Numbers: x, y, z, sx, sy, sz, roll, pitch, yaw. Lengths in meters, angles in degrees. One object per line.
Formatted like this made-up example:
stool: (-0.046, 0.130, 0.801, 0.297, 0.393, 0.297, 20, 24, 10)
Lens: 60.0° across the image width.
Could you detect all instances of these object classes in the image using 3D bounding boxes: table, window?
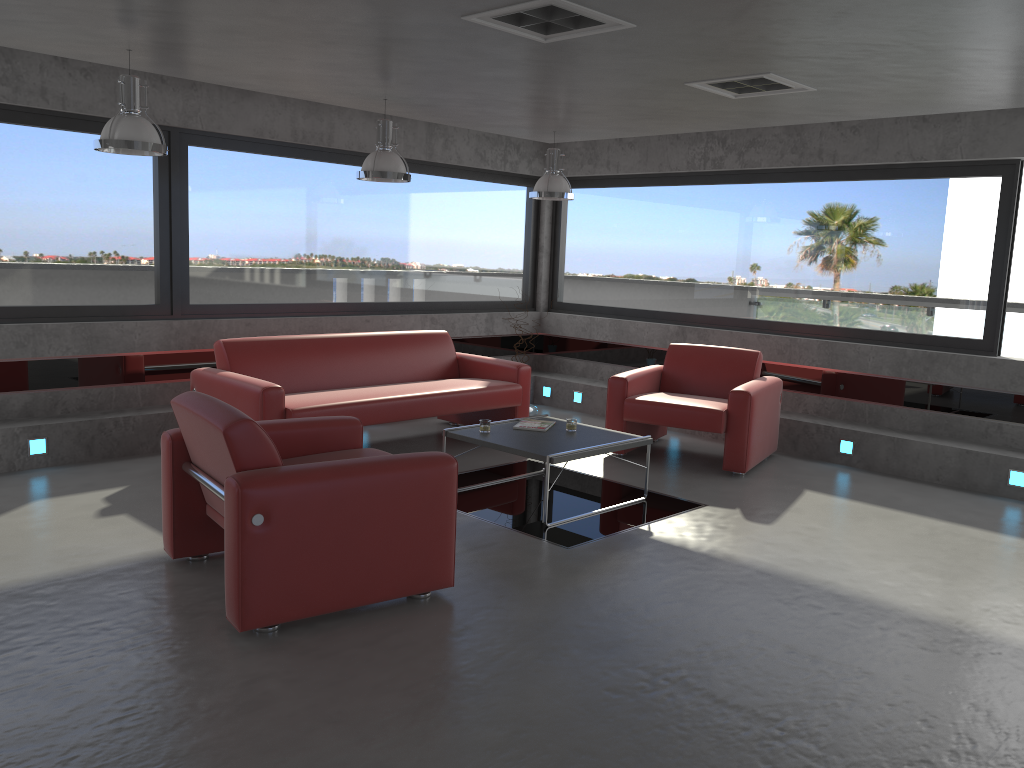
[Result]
table: (0.228, 0.538, 5.914, 0.994, 0.436, 1.018, 10, 11, 44)
window: (2.149, -1.276, 8.448, 4.583, 1.364, 0.003, 10, 11, 44)
window: (-2.536, -1.292, 7.200, 0.003, 1.364, 7.800, 10, 11, 44)

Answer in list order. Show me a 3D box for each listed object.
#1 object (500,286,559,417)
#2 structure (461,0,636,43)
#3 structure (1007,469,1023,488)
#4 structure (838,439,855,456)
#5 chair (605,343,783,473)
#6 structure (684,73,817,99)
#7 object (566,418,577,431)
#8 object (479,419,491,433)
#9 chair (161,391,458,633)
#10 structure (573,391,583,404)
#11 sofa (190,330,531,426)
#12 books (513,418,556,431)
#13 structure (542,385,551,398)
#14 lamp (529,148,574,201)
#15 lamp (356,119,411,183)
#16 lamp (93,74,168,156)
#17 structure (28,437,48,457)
object: (0.096, -0.326, 8.824, 0.466, 1.289, 0.531, -3, 10, -33)
structure: (0.171, -1.751, 3.990, 0.563, 0.240, 0.563, 10, 11, 44)
structure: (3.633, 0.681, 6.374, 0.123, 0.123, 0.004, 10, 11, 44)
structure: (2.732, 0.516, 7.246, 0.123, 0.123, 0.004, 10, 11, 44)
chair: (1.497, 0.141, 7.280, 1.196, 0.854, 1.130, 7, 9, 29)
structure: (1.424, -1.883, 5.260, 0.563, 0.240, 0.563, 10, 11, 44)
object: (0.405, 0.279, 6.045, 0.079, 0.077, 0.079, -4, 10, -37)
object: (-0.178, 0.279, 5.874, 0.079, 0.077, 0.079, 7, 9, 27)
chair: (-0.968, 0.473, 4.291, 1.130, 0.854, 1.196, -4, 10, -35)
structure: (0.684, 0.140, 9.228, 0.123, 0.123, 0.004, 10, 11, 44)
sofa: (-1.081, 0.060, 7.088, 1.120, 0.854, 2.626, 10, 11, 44)
books: (0.158, 0.281, 6.153, 0.228, 0.022, 0.326, 4, 9, 14)
structure: (0.374, 0.084, 9.527, 0.123, 0.123, 0.004, 10, 11, 44)
lamp: (0.350, -1.801, 7.603, 0.388, 0.422, 0.389, 8, 10, 33)
lamp: (-0.911, -1.668, 6.325, 0.389, 0.422, 0.388, 10, 11, 44)
lamp: (-2.172, -1.535, 5.047, 0.389, 0.422, 0.388, 10, 11, 44)
structure: (-3.260, 0.431, 6.096, 0.004, 0.123, 0.123, 10, 11, 44)
